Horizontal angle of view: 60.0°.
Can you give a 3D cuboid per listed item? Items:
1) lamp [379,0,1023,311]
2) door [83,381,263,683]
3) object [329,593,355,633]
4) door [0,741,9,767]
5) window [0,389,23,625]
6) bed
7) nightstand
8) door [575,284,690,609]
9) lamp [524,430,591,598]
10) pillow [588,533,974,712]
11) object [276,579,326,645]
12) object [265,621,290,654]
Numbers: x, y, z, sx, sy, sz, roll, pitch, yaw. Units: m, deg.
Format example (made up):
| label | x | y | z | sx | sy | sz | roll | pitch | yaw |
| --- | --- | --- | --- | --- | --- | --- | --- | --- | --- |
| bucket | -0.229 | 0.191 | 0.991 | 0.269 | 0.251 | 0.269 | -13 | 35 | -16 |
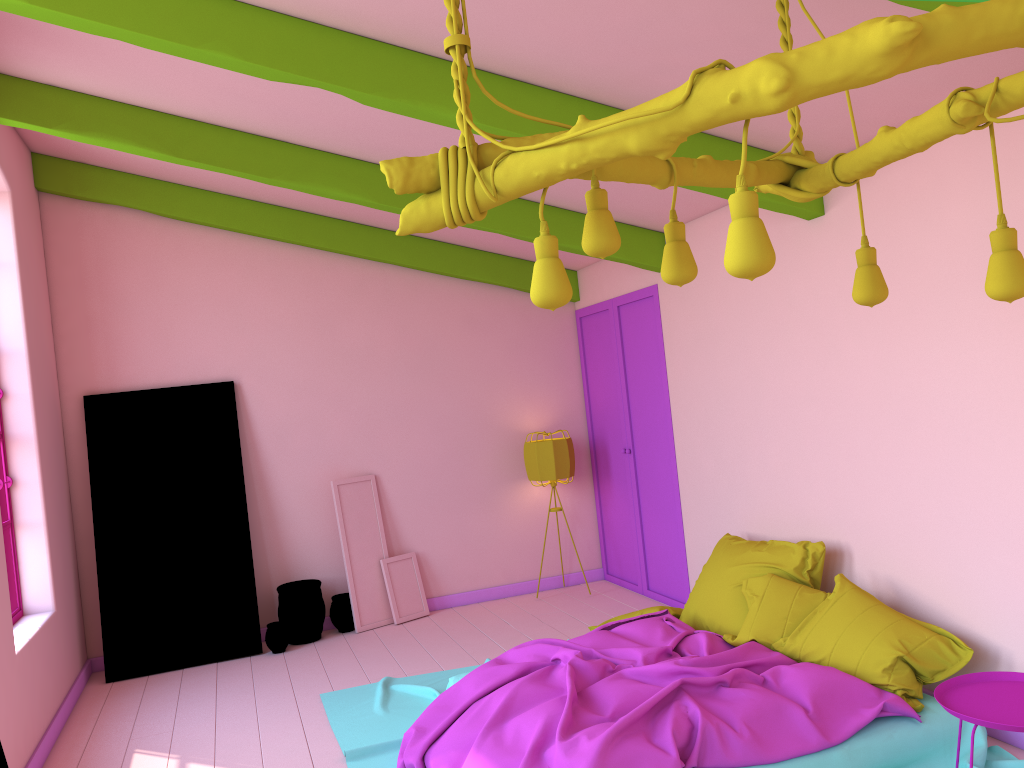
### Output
| label | x | y | z | sx | sy | sz | roll | pitch | yaw |
| --- | --- | --- | --- | --- | --- | --- | --- | --- | --- |
| lamp | 0.721 | -1.283 | 2.003 | 1.610 | 2.264 | 1.776 | -6 | 0 | -36 |
| door | -2.701 | 1.121 | 7.069 | 1.153 | 2.211 | 0.450 | -6 | 0 | -18 |
| object | -1.419 | 1.943 | 7.521 | 0.260 | 0.306 | 0.260 | -6 | 0 | 14 |
| door | -1.629 | 0.948 | 2.246 | 0.450 | 2.211 | 1.153 | -6 | 0 | -8 |
| window | -3.278 | 0.037 | 5.414 | 0.072 | 3.047 | 1.275 | -6 | 0 | -18 |
| bed | 0.531 | 1.599 | 4.608 | 2.801 | 0.514 | 3.578 | -6 | -1 | -18 |
| nightstand | 2.002 | 1.449 | 3.469 | 0.596 | 0.458 | 0.596 | -6 | 0 | 19 |
| door | 1.009 | 0.550 | 7.652 | 0.108 | 2.590 | 1.678 | -6 | 0 | -18 |
| lamp | 0.412 | 1.151 | 8.005 | 0.491 | 1.466 | 0.476 | -6 | 0 | 12 |
| pillow | 1.463 | 1.342 | 5.192 | 0.848 | 0.822 | 2.619 | -6 | -1 | -28 |
| object | -1.739 | 1.887 | 7.340 | 0.386 | 0.471 | 0.385 | -6 | 0 | 24 |
| object | -1.867 | 2.022 | 7.063 | 0.199 | 0.234 | 0.199 | -6 | 0 | 39 |
